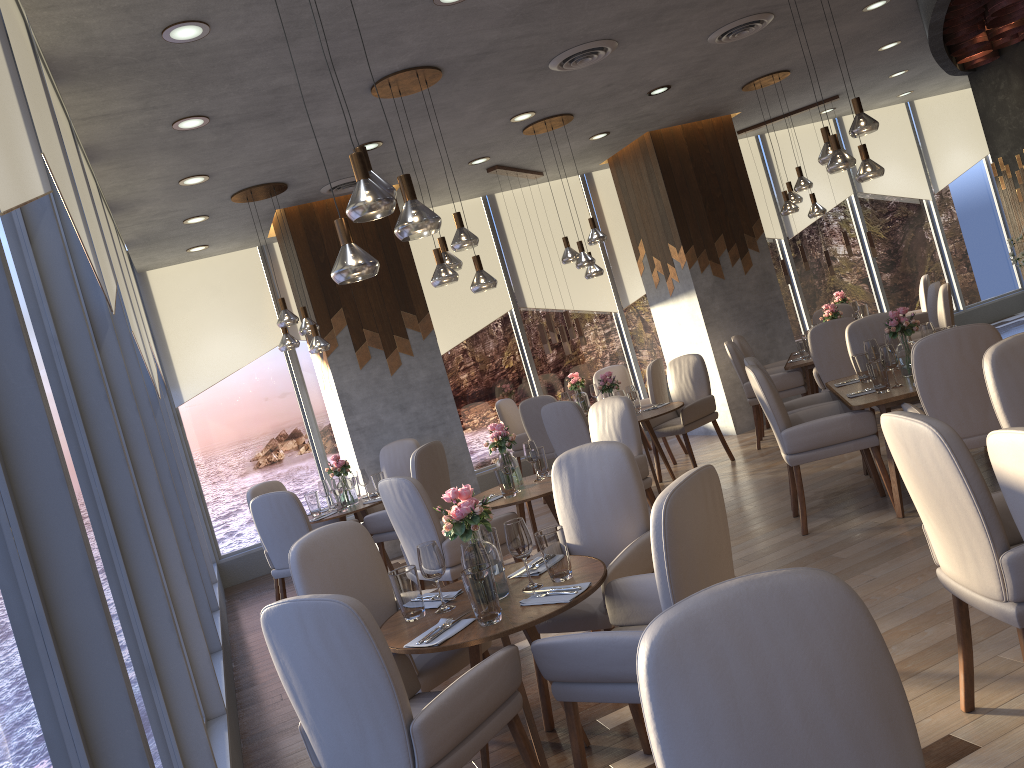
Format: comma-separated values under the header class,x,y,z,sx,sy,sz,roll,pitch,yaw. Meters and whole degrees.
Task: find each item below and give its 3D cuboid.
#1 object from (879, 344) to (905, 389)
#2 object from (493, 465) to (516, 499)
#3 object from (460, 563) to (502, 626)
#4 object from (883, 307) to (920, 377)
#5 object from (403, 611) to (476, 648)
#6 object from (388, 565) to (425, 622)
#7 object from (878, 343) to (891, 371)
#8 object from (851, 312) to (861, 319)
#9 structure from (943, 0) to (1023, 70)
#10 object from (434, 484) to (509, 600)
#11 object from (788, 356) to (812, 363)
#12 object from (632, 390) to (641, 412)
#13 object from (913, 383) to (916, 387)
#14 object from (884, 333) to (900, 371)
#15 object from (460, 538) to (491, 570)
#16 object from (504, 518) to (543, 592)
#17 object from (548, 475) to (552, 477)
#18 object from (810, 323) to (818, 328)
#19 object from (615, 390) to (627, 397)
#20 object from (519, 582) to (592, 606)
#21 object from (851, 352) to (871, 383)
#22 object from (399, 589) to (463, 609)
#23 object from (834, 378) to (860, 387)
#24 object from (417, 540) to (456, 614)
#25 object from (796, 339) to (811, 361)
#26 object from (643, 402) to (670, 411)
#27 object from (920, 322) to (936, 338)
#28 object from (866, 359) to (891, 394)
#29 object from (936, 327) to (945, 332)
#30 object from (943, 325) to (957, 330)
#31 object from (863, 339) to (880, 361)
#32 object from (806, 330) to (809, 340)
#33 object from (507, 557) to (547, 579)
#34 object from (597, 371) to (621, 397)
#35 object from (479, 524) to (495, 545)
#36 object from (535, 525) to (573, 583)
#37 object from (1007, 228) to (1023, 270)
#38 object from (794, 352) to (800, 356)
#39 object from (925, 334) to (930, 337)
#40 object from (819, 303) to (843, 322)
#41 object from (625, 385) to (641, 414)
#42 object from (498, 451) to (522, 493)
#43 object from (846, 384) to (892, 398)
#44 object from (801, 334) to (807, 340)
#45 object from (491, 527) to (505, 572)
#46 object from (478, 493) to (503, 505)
class,x,y,z,sx,sy,sz,roll,pitch,yaw
object,2.162,-0.100,5.047,0.092,0.244,0.092,-16,1,-6
object,-0.035,0.568,5.125,0.102,0.178,0.102,-16,1,20
object,-0.092,0.677,2.839,0.102,0.178,0.102,-16,1,11
object,2.371,-0.257,5.338,0.209,0.415,0.198,-16,1,28
object,-0.223,0.796,2.890,0.157,0.019,0.256,-15,3,35
object,-0.366,0.744,3.141,0.102,0.178,0.102,-17,1,-25
object,2.422,-0.171,5.790,0.102,0.178,0.102,-16,1,27
object,3.263,-0.552,8.354,0.092,0.244,0.092,-16,1,-24
structure,3.615,-2.840,3.897,2.750,0.556,9.474,-16,2,11
object,-0.136,0.556,3.118,0.211,0.415,0.197,-16,1,-22
object,2.620,-0.235,8.003,0.254,0.019,0.158,-15,2,23
object,1.052,0.153,7.609,0.102,0.178,0.102,-17,1,-28
object,2.289,-0.012,4.856,0.157,0.019,0.256,-15,2,16
object,2.459,-0.212,5.691,0.092,0.244,0.092,-16,1,36
object,-0.105,0.643,2.948,0.092,0.244,0.092,-17,1,-35
object,0.038,0.595,3.095,0.092,0.244,0.092,-16,1,16
object,0.323,0.535,5.441,0.256,0.019,0.157,-18,3,-35
object,2.892,-0.446,8.389,0.093,0.244,0.092,-17,1,-42
object,0.913,0.173,7.271,0.092,0.244,0.092,-16,1,-26
object,0.126,0.693,2.941,0.254,0.019,0.158,-14,3,35
object,2.204,-0.099,5.560,0.102,0.178,0.102,-16,1,30
object,-0.286,0.798,3.296,0.254,0.019,0.158,-14,3,39
object,2.215,-0.026,5.727,0.254,0.019,0.158,-16,2,14
object,-0.270,0.682,3.137,0.092,0.244,0.092,-16,1,36
object,2.583,-0.301,7.836,0.102,0.178,0.102,-16,1,29
object,1.215,0.193,7.530,0.256,0.019,0.157,-18,3,-44
object,2.663,-0.268,5.632,0.092,0.244,0.092,-17,1,-33
object,2.075,-0.039,5.004,0.102,0.178,0.102,-16,1,30
object,2.769,-0.267,5.674,0.102,0.178,0.102,-16,1,-19
object,2.539,-0.210,5.074,0.092,0.244,0.092,-16,1,-27
object,2.291,-0.160,5.604,0.092,0.244,0.092,-16,1,33
object,2.676,-0.363,7.863,0.092,0.244,0.092,-16,1,-19
object,0.085,0.689,3.343,0.157,0.019,0.256,-14,3,39
object,0.834,0.100,7.442,0.209,0.415,0.198,-16,1,28
object,-0.099,0.627,3.295,0.092,0.244,0.092,-16,1,-25
object,0.152,0.596,3.099,0.102,0.178,0.102,-16,1,32
object,4.914,-1.033,7.936,0.748,1.616,0.787,-16,1,-13
object,2.836,-0.319,8.530,0.254,0.019,0.158,-15,2,23
object,2.380,-0.159,4.962,0.092,0.244,0.092,-16,1,-4
object,2.957,-0.540,8.120,0.199,0.415,0.209,-17,1,-42
object,1.026,0.131,7.501,0.092,0.244,0.092,-16,1,26
object,-0.014,0.523,5.229,0.092,0.244,0.092,-17,1,-33
object,2.085,0.034,5.170,0.254,0.019,0.158,-16,2,14
object,2.799,-0.384,8.363,0.102,0.178,0.102,-16,1,29
object,-0.086,0.653,3.404,0.102,0.178,0.102,-16,1,-15
object,-0.142,0.678,5.224,0.256,0.019,0.157,-18,3,-36
